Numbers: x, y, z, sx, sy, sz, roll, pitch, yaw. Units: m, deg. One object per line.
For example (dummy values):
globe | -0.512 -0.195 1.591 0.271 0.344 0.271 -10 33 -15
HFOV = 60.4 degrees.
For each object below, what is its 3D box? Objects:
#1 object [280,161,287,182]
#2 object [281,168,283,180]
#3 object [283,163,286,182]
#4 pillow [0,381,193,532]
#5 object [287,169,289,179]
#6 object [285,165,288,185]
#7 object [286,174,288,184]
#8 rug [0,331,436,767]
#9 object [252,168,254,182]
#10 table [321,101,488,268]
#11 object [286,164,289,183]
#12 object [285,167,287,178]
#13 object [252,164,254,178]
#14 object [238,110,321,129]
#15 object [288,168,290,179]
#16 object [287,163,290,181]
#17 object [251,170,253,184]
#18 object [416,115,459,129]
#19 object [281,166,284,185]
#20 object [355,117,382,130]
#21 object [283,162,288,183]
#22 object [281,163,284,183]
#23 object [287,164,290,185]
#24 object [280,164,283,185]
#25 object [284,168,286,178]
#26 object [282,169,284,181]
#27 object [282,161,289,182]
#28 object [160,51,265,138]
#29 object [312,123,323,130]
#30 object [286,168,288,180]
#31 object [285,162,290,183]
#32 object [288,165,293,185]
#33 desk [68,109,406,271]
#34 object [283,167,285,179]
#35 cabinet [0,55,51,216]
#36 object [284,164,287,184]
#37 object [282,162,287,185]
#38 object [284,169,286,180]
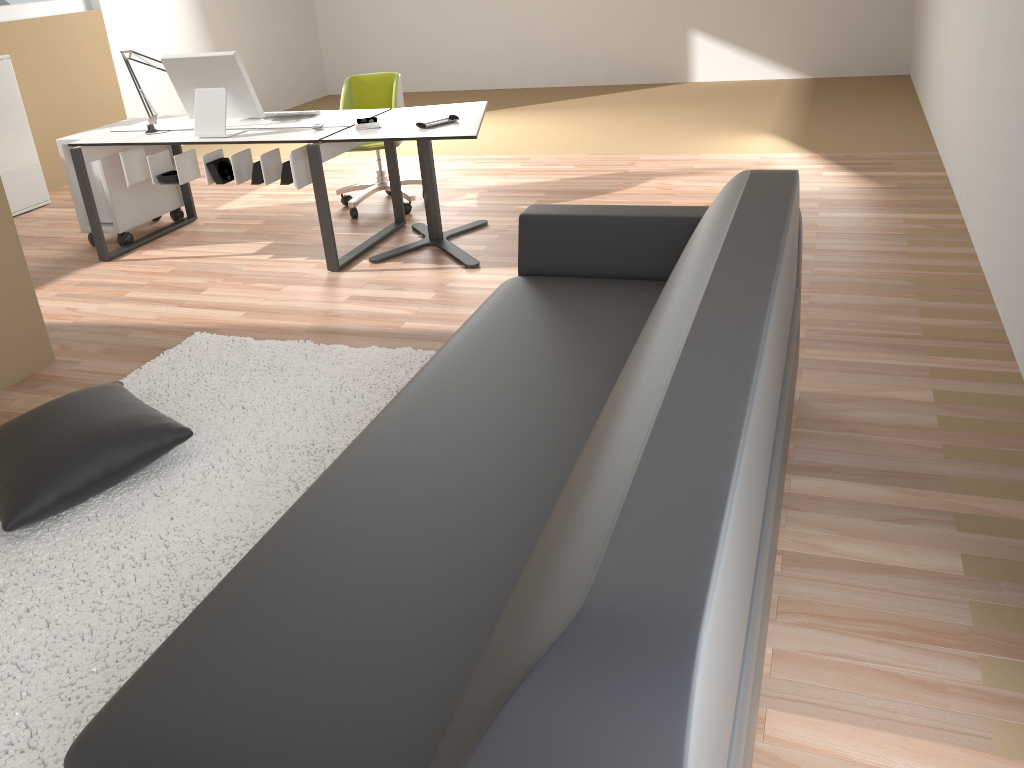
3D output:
object | -1.148 -1.094 4.520 0.040 0.109 0.139 3 26 20
object | -1.144 -1.094 4.518 0.040 0.109 0.139 3 26 20
object | -1.131 -1.093 4.513 0.040 0.109 0.139 3 26 20
pillow | -1.429 0.200 2.846 0.620 0.201 0.597 20 36 41
object | -1.110 -1.091 4.505 0.039 0.109 0.139 3 26 20
object | -1.118 -1.092 4.509 0.040 0.109 0.139 3 26 20
object | -1.112 -1.092 4.506 0.039 0.109 0.139 3 26 20
rug | -1.059 0.301 2.786 1.452 0.043 2.112 5 28 19
object | -1.308 -1.109 4.578 0.040 0.109 0.139 3 26 20
table | -0.385 -1.082 4.717 0.811 0.659 0.966 3 26 17
object | -1.114 -1.091 4.507 0.040 0.109 0.139 3 26 20
object | -1.122 -1.092 4.510 0.040 0.109 0.139 3 26 20
object | -1.310 -1.109 4.579 0.040 0.109 0.139 3 26 20
object | -1.371 -1.477 4.968 0.456 0.076 0.405 2 27 15
object | -1.105 -1.091 4.504 0.040 0.109 0.139 3 26 20
object | -1.109 -1.091 4.505 0.040 0.109 0.139 3 26 20
object | -1.312 -1.109 4.580 0.040 0.109 0.139 3 26 20
object | -0.372 -1.314 4.408 0.220 0.029 0.091 -25 32 -34
object | -1.140 -1.094 4.517 0.040 0.109 0.139 3 26 20
object | -0.734 -1.332 4.486 0.130 0.053 0.051 -7 24 -3
object | -1.129 -1.093 4.513 0.039 0.109 0.139 3 26 20
object | -1.142 -1.094 4.517 0.040 0.109 0.139 3 26 20
object | -1.107 -1.091 4.505 0.040 0.109 0.139 3 26 20
object | -1.146 -1.094 4.519 0.040 0.109 0.139 3 26 20
object | -1.127 -1.093 4.512 0.039 0.109 0.139 3 26 20
object | -1.137 -1.094 4.516 0.040 0.109 0.139 3 26 20
object | -1.136 -1.094 4.515 0.039 0.109 0.139 3 26 20
object | -1.566 -1.524 4.621 0.467 0.413 0.205 4 24 20
object | -1.013 -1.344 4.586 0.047 0.020 0.088 -5 26 1
object | -1.116 -1.092 4.508 0.040 0.109 0.139 3 26 20
object | -1.118 -1.092 4.509 0.039 0.109 0.139 3 26 20
object | -1.103 -1.090 4.503 0.040 0.109 0.139 3 26 20
desk | -1.541 -1.142 5.056 1.604 0.659 0.839 5 26 20
object | -1.133 -1.093 4.514 0.040 0.109 0.139 3 26 20
cabinet | -3.900 -1.494 5.777 0.417 1.038 1.588 3 26 20
object | -1.124 -1.092 4.511 0.040 0.109 0.139 3 26 20
object | -1.135 -1.093 4.515 0.040 0.109 0.139 3 26 20
object | -1.127 -1.093 4.512 0.040 0.109 0.139 3 26 20
